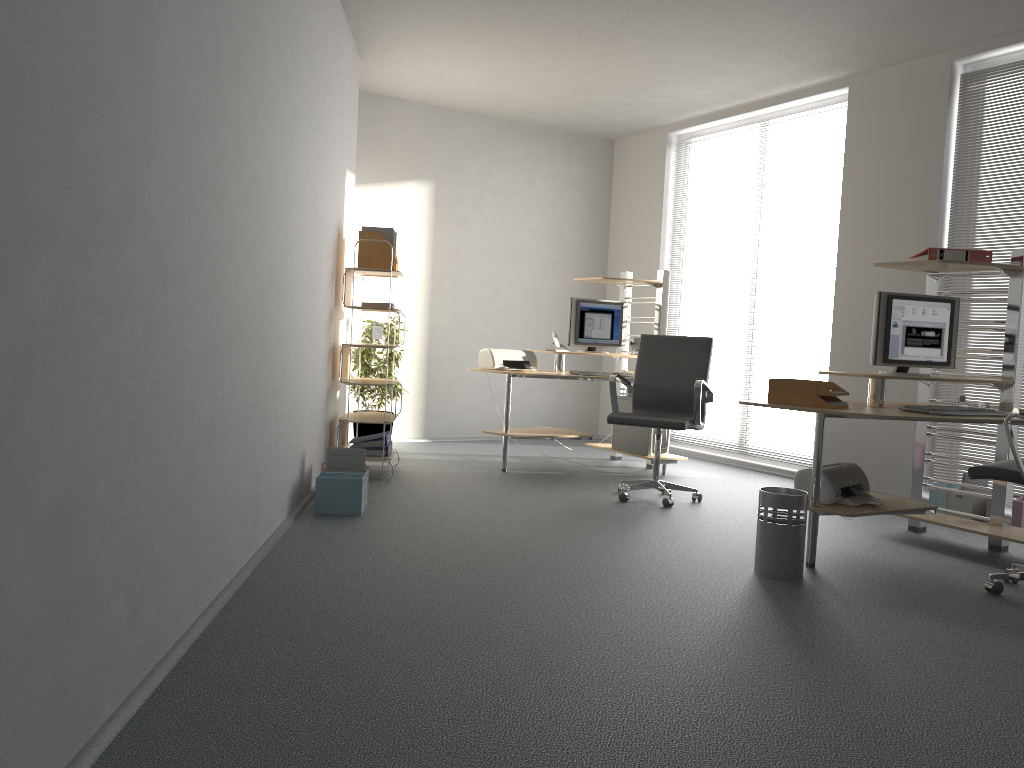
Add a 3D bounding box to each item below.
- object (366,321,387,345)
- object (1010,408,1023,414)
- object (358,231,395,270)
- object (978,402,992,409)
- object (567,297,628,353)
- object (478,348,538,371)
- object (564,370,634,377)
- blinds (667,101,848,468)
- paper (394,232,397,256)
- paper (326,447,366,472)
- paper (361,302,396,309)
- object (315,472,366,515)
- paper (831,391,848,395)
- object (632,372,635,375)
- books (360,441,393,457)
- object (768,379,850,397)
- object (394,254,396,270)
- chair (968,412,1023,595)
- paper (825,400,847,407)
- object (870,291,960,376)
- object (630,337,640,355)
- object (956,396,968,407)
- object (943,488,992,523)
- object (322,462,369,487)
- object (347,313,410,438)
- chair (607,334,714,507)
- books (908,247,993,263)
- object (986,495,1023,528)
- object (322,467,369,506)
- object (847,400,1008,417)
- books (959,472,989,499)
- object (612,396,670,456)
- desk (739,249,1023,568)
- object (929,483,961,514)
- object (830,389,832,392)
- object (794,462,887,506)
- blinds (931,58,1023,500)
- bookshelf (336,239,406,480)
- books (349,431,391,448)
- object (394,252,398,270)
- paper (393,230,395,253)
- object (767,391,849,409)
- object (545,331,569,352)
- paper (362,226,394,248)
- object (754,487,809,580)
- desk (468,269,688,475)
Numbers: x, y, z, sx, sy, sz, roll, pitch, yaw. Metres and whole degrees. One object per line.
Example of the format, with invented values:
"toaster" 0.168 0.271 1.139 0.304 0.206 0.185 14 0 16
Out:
"object" -0.921 -0.349 6.078 0.077 0.161 0.192 4 3 15
"object" 2.543 0.135 4.398 0.132 0.026 0.132 1 4 -31
"object" -0.912 -0.891 5.990 0.243 0.259 0.113 3 3 -6
"object" 2.428 0.113 4.556 0.022 0.042 0.134 4 3 11
"object" 0.659 -0.457 7.010 0.516 0.418 0.245 2 3 -16
"object" 0.022 -0.181 6.620 0.438 0.162 0.351 0 4 -39
"object" 0.559 -0.070 6.788 0.478 0.082 0.814 2 3 -23
"blinds" 1.937 -0.791 7.443 0.037 2.749 1.950 1 4 -31
"paper" -0.925 -0.926 6.257 0.213 0.297 0.045 3 3 0
"paper" -0.933 0.512 4.978 0.220 0.306 0.068 3 3 -4
"paper" -0.927 -0.540 6.171 0.213 0.046 0.297 3 3 -4
"object" -0.922 0.594 4.783 0.245 0.202 0.185 3 3 -4
"paper" 1.410 0.032 4.208 0.297 0.010 0.210 5 4 38
"object" 0.837 -0.069 6.988 0.168 0.088 0.742 1 4 -29
"books" -0.970 0.439 6.115 0.262 0.072 0.320 3 3 -3
"object" 1.410 0.015 4.207 0.309 0.060 0.225 5 4 38
"object" -0.922 -0.898 6.113 0.243 0.259 0.113 3 3 -3
"chair" 2.329 0.386 3.698 0.584 1.048 0.652 0 4 -45
"paper" 1.407 0.084 4.211 0.297 0.019 0.210 5 4 38
"object" 2.079 -0.256 4.638 0.516 0.418 0.245 2 3 -9
"object" 1.007 -0.296 6.975 0.154 0.135 0.093 3 3 6
"object" 2.327 0.096 4.582 0.054 0.064 0.159 4 3 26
"object" 2.780 0.750 5.389 0.245 0.202 0.185 1 4 -31
"object" -0.980 0.569 5.190 0.245 0.202 0.185 2 3 -22
"object" -1.093 -0.022 7.249 0.544 1.147 0.644 3 3 -2
"chair" 0.939 0.210 5.630 0.584 1.048 0.652 4 3 25
"books" 2.281 -0.658 4.634 0.320 0.072 0.262 3 3 1
"object" 2.919 0.767 5.210 0.185 0.202 0.245 6 4 41
"object" -0.936 0.583 4.967 0.245 0.202 0.185 3 3 -4
"object" 1.948 0.131 4.390 0.478 0.082 0.814 2 3 -23
"books" 2.791 0.681 5.373 0.220 0.306 0.068 1 4 -31
"object" 1.006 0.320 6.879 0.199 0.422 0.471 1 4 -31
"desk" 1.966 0.078 4.259 1.469 1.566 0.967 1 4 -31
"object" 2.686 0.737 5.548 0.245 0.202 0.185 1 4 -31
"object" 1.490 0.031 4.144 0.008 0.009 0.159 4 3 23
"object" 1.609 0.480 4.247 0.351 0.162 0.438 6 4 43
"blinds" 3.371 -0.588 5.045 0.022 2.770 1.950 1 4 -31
"bookshelf" -0.953 -0.170 6.095 0.381 1.572 0.724 3 3 -4
"books" -0.977 0.384 6.112 0.263 0.100 0.320 3 3 -3
"object" -0.924 -0.905 6.238 0.243 0.259 0.113 3 3 0
"paper" -0.924 -0.919 6.133 0.213 0.297 0.045 3 3 -3
"object" 1.407 0.071 4.211 0.309 0.060 0.225 5 4 38
"object" 0.347 -0.328 6.807 0.150 0.151 0.119 0 4 -45
"paper" -0.915 -0.912 6.009 0.213 0.297 0.045 3 3 -6
"object" 1.190 0.660 3.923 0.208 0.377 0.208 4 3 13
"desk" 0.537 -0.125 6.651 1.469 1.566 0.967 1 4 -31
